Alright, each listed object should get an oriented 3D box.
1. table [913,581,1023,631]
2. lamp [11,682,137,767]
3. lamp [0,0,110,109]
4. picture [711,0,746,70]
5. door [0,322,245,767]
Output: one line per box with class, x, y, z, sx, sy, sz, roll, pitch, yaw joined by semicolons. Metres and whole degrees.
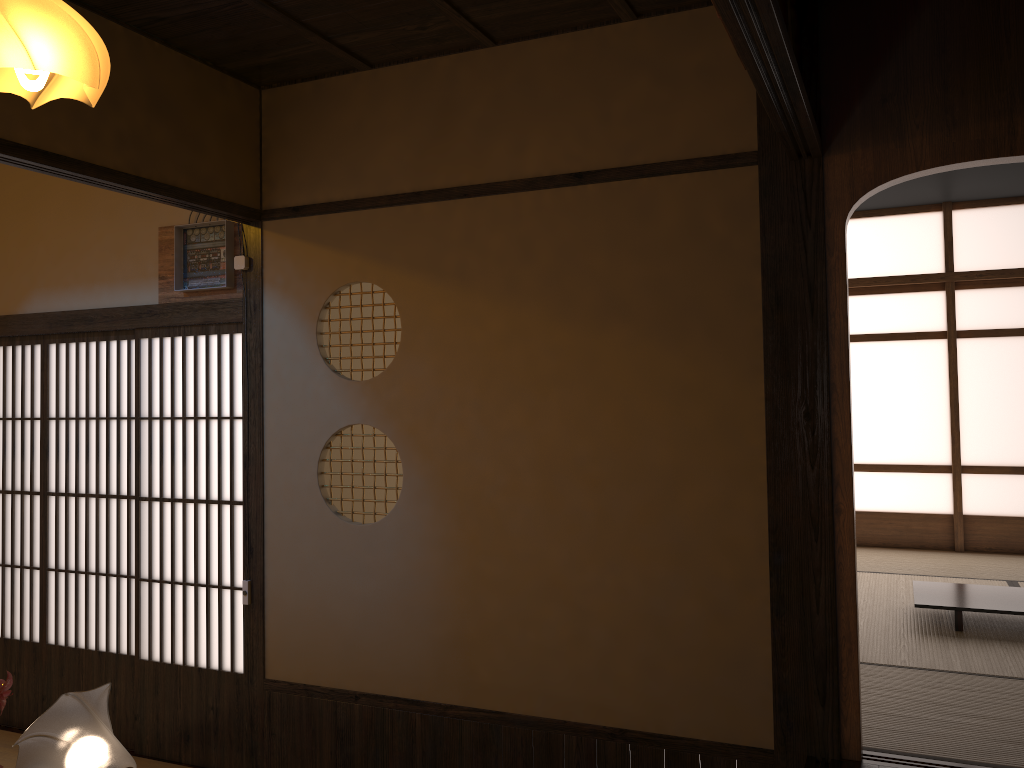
table;2.715;1.167;4.538;1.200;0.118;0.600;-1;-1;23
lamp;-0.531;1.084;1.331;0.511;1.204;0.197;-2;-2;24
lamp;-0.900;-0.949;1.668;0.277;0.811;0.249;1;-3;-45
picture;0.136;-1.077;1.330;0.117;0.566;2.043;-2;-1;23
door;-2.376;0.747;4.490;2.647;2.003;0.066;-1;-2;23
